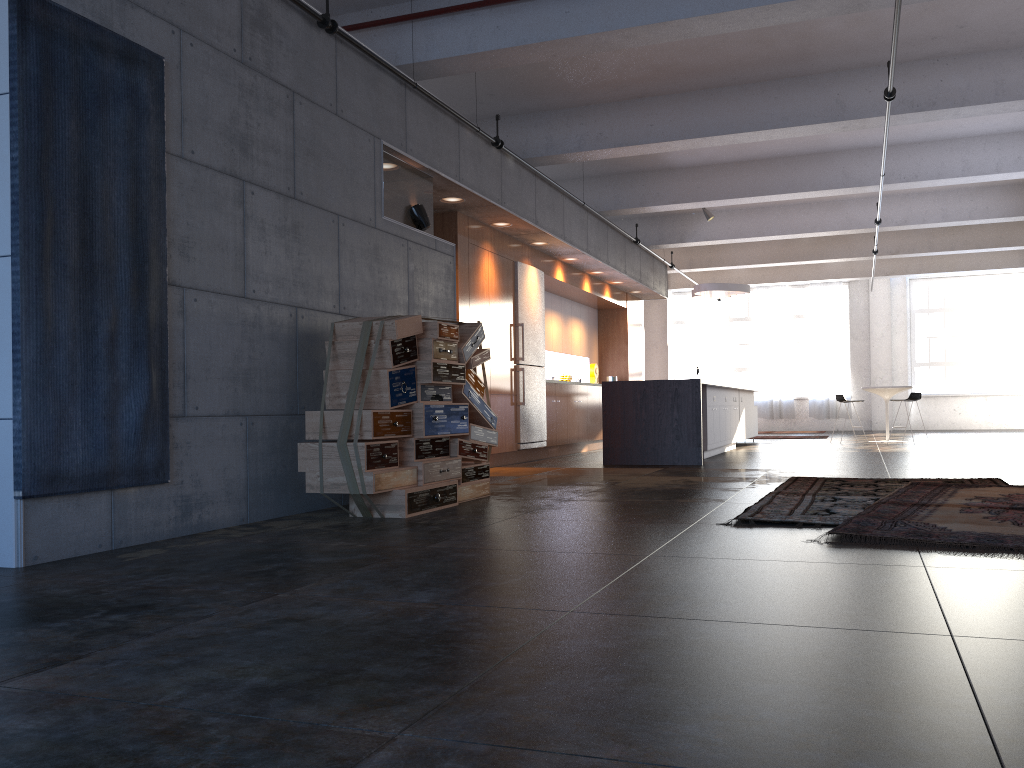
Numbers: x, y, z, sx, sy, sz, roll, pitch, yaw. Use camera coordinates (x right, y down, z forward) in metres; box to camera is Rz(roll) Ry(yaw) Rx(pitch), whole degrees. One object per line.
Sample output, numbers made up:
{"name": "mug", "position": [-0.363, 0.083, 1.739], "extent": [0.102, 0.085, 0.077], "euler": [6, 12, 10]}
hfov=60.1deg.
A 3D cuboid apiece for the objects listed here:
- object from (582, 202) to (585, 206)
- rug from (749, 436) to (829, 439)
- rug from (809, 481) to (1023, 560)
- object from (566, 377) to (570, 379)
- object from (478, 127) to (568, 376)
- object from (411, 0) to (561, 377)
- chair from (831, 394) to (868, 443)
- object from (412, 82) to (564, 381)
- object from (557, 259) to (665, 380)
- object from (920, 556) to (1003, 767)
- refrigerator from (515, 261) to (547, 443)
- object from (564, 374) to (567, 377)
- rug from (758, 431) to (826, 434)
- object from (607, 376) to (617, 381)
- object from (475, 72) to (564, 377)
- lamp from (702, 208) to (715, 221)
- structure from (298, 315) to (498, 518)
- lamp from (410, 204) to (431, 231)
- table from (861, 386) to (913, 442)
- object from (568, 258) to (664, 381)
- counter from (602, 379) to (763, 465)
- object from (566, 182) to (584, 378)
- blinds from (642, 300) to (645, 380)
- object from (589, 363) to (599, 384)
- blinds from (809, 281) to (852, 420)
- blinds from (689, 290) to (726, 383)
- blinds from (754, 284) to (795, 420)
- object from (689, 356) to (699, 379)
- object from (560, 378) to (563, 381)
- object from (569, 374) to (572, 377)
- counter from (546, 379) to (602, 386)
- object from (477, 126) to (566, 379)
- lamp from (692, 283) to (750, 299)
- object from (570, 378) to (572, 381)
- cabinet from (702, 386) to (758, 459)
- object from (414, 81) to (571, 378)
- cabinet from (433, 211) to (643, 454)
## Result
{"name": "object", "position": [0.854, -0.077, 13.879], "extent": [0.051, 0.053, 0.063], "euler": [-1, -1, 28]}
{"name": "rug", "position": [5.044, 1.101, 18.361], "extent": [2.845, 0.029, 1.880], "euler": [-2, -2, 20]}
{"name": "rug", "position": [2.984, 0.722, 5.111], "extent": [1.842, 0.048, 3.588], "euler": [-2, -2, 30]}
{"name": "object", "position": [0.904, -1.204, 12.585], "extent": [0.053, 2.227, 2.407], "euler": [-1, -1, -2]}
{"name": "object", "position": [0.874, -0.122, 13.879], "extent": [0.062, 0.051, 0.054], "euler": [-1, -1, 13]}
{"name": "object", "position": [0.768, -0.110, 13.836], "extent": [0.052, 0.053, 0.062], "euler": [-1, -1, -21]}
{"name": "chair", "position": [5.758, 0.623, 15.142], "extent": [0.506, 0.895, 0.463], "euler": [-1, -1, -2]}
{"name": "object", "position": [0.796, -0.064, 13.839], "extent": [0.052, 0.053, 0.061], "euler": [0, -1, -26]}
{"name": "object", "position": [-2.961, 0.334, 8.396], "extent": [0.932, 1.214, 13.436], "euler": [-2, -2, 32]}
{"name": "object", "position": [0.811, 1.099, 10.617], "extent": [19.475, 0.001, 27.584], "euler": [-2, -2, 21]}
{"name": "refrigerator", "position": [0.189, -0.370, 11.114], "extent": [0.217, 2.190, 0.968], "euler": [-1, -1, 19]}
{"name": "object", "position": [-0.519, -1.305, 9.050], "extent": [0.058, 2.164, 10.010], "euler": [-1, -2, 16]}
{"name": "rug", "position": [6.133, 1.202, 21.952], "extent": [3.088, 0.009, 1.840], "euler": [-2, -2, 19]}
{"name": "object", "position": [1.762, -0.046, 15.592], "extent": [0.193, 0.170, 0.188], "euler": [0, -1, -21]}
{"name": "object", "position": [0.785, -0.126, 13.773], "extent": [0.051, 0.059, 0.058], "euler": [0, -1, -35]}
{"name": "lamp", "position": [3.156, -2.770, 14.285], "extent": [0.221, 0.287, 0.132], "euler": [-1, -1, 4]}
{"name": "structure", "position": [-0.646, 0.185, 6.121], "extent": [0.629, 1.315, 1.940], "euler": [-1, -1, 21]}
{"name": "lamp", "position": [-0.793, -1.388, 7.474], "extent": [0.211, 0.258, 0.171], "euler": [-1, -1, 2]}
{"name": "table", "position": [6.456, 0.525, 15.239], "extent": [0.817, 0.951, 0.840], "euler": [-1, -1, 21]}
{"name": "object", "position": [1.792, -1.139, 14.887], "extent": [0.056, 2.309, 2.979], "euler": [-1, -1, 40]}
{"name": "counter", "position": [2.811, 0.516, 13.161], "extent": [1.126, 0.971, 6.749], "euler": [-1, -2, 21]}
{"name": "object", "position": [0.871, -0.082, 13.826], "extent": [0.065, 0.053, 0.050], "euler": [0, -1, -32]}
{"name": "blinds", "position": [3.780, -0.839, 23.933], "extent": [1.012, 3.712, 0.319], "euler": [-1, 0, 19]}
{"name": "object", "position": [1.400, -0.157, 15.038], "extent": [0.098, 0.381, 0.278], "euler": [-1, -1, 21]}
{"name": "blinds", "position": [8.015, -0.971, 22.390], "extent": [1.016, 3.750, 0.346], "euler": [-1, 0, 18]}
{"name": "blinds", "position": [5.165, -0.876, 23.408], "extent": [1.018, 3.674, 0.366], "euler": [-1, -1, 19]}
{"name": "blinds", "position": [6.741, -0.930, 22.838], "extent": [1.024, 3.696, 0.343], "euler": [-1, 0, 17]}
{"name": "object", "position": [4.388, 0.271, 21.521], "extent": [1.164, 1.919, 1.070], "euler": [-1, -1, 20]}
{"name": "object", "position": [0.769, -0.076, 13.782], "extent": [0.053, 0.054, 0.062], "euler": [-1, -1, 12]}
{"name": "object", "position": [0.906, -0.120, 13.838], "extent": [0.056, 0.060, 0.054], "euler": [-2, -1, 44]}
{"name": "counter", "position": [0.503, 0.029, 13.934], "extent": [1.585, 0.039, 4.523], "euler": [-2, -2, 21]}
{"name": "object", "position": [0.265, -1.240, 11.043], "extent": [0.056, 2.189, 5.680], "euler": [-1, -2, 11]}
{"name": "lamp", "position": [3.610, -1.659, 15.825], "extent": [1.023, 0.130, 1.063], "euler": [0, -2, -23]}
{"name": "object", "position": [-2.532, -1.252, 8.956], "extent": [0.061, 2.209, 12.049], "euler": [-1, -2, 35]}
{"name": "cabinet", "position": [3.050, 0.559, 13.734], "extent": [0.909, 0.930, 5.727], "euler": [-1, -2, 21]}
{"name": "object", "position": [0.068, -1.256, 10.457], "extent": [0.053, 2.168, 6.933], "euler": [-1, -2, 13]}
{"name": "cabinet", "position": [-0.134, -0.395, 13.361], "extent": [2.347, 2.561, 8.220], "euler": [-1, -2, 21]}
